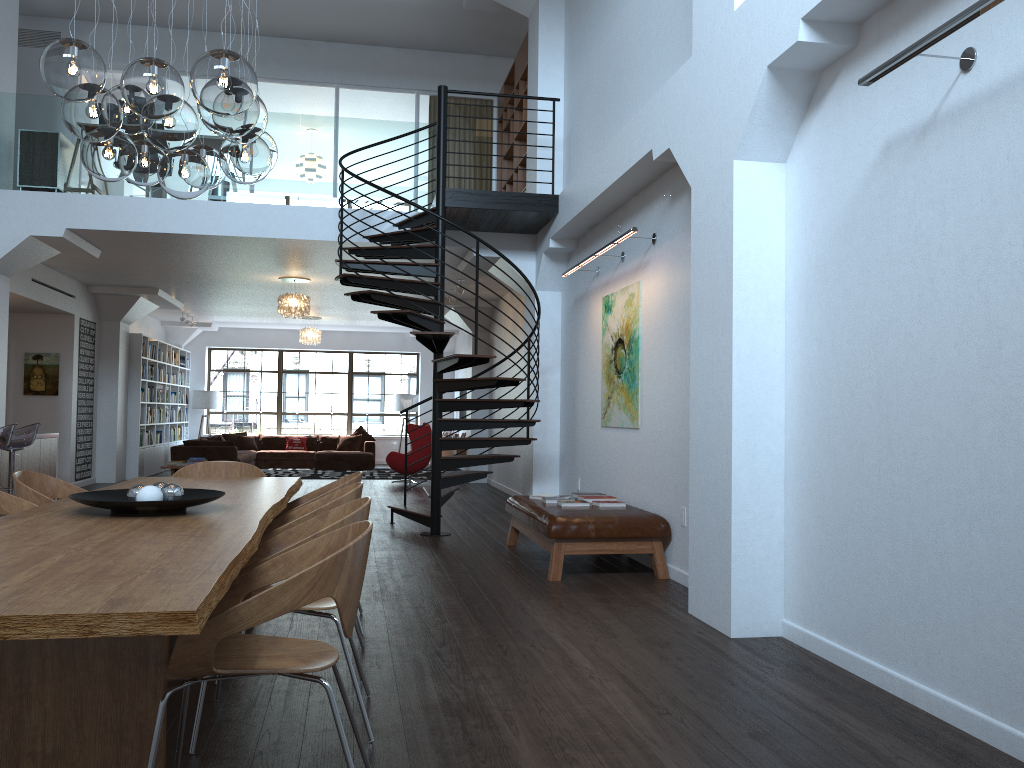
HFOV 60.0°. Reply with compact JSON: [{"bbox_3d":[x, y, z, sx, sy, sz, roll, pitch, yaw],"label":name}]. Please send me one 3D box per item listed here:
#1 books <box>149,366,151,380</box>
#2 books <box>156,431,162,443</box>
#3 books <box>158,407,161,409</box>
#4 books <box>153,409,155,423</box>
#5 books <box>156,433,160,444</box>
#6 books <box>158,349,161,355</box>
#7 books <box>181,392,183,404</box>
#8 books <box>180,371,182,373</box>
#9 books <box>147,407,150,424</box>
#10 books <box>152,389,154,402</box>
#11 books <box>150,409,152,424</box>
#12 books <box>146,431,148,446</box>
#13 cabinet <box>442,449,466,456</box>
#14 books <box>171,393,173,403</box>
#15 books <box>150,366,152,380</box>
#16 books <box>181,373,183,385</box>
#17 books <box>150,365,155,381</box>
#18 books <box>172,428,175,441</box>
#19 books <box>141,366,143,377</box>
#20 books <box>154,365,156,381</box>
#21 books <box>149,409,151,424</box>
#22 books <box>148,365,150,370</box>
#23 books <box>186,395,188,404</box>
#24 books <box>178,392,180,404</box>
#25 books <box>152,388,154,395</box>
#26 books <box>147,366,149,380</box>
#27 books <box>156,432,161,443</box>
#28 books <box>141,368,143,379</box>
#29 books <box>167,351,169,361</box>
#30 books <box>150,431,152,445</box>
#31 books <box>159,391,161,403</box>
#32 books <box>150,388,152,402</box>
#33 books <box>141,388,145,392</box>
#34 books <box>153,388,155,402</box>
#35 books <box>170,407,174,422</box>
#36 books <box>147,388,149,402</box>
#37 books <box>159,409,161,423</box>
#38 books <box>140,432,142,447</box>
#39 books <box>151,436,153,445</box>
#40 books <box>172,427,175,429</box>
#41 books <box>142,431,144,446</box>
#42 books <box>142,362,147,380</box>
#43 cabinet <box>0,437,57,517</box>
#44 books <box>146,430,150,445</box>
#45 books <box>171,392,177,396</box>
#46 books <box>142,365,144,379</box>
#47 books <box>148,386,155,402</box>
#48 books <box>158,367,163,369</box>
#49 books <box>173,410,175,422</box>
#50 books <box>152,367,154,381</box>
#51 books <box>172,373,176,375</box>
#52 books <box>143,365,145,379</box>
[{"bbox_3d":[-6.388,-0.184,15.443,0.171,0.246,0.039,1,-2,-10],"label":"books"},{"bbox_3d":[-6.602,0.987,16.536,0.140,0.231,0.042,1,-2,-10],"label":"books"},{"bbox_3d":[-6.552,0.571,16.303,0.176,0.290,0.036,1,-2,-11],"label":"books"},{"bbox_3d":[-6.454,0.572,15.774,0.183,0.253,0.034,1,-2,-10],"label":"books"},{"bbox_3d":[-6.557,1.000,16.313,0.139,0.191,0.036,1,-2,-10],"label":"books"},{"bbox_3d":[-6.522,-0.522,16.262,0.140,0.231,0.042,1,-2,-10],"label":"books"},{"bbox_3d":[-6.918,0.283,18.354,0.183,0.253,0.042,1,-2,-10],"label":"books"},{"bbox_3d":[-6.903,-0.115,18.315,0.176,0.290,0.036,1,-2,-11],"label":"books"},{"bbox_3d":[-6.394,0.542,15.401,0.176,0.290,0.053,1,-2,-10],"label":"books"},{"bbox_3d":[-6.414,0.202,15.620,0.174,0.239,0.045,1,-2,-10],"label":"books"},{"bbox_3d":[-6.428,0.568,15.607,0.183,0.253,0.034,1,-2,-10],"label":"books"},{"bbox_3d":[-6.389,0.936,15.331,0.183,0.253,0.042,1,-2,-10],"label":"books"},{"bbox_3d":[-1.148,1.304,17.775,0.459,0.350,4.501,1,-2,-10],"label":"cabinet"},{"bbox_3d":[-6.736,0.276,17.408,0.140,0.206,0.042,1,-2,-10],"label":"books"},{"bbox_3d":[-6.404,-0.186,15.515,0.183,0.253,0.042,1,-2,-10],"label":"books"},{"bbox_3d":[-6.888,-0.097,18.282,0.183,0.253,0.034,1,-2,-11],"label":"books"},{"bbox_3d":[-6.453,-0.194,15.737,0.198,0.284,0.049,1,-2,-10],"label":"books"},{"bbox_3d":[-6.788,1.010,17.606,0.183,0.253,0.034,1,-2,-11],"label":"books"},{"bbox_3d":[-6.259,-0.190,14.796,0.161,0.218,0.101,1,-2,-10],"label":"books"},{"bbox_3d":[-6.446,-0.195,15.791,0.176,0.291,0.053,1,-2,-10],"label":"books"},{"bbox_3d":[-6.411,0.569,15.526,0.171,0.246,0.057,1,-2,-10],"label":"books"},{"bbox_3d":[-6.379,-0.193,15.365,0.180,0.259,0.042,1,-2,-10],"label":"books"},{"bbox_3d":[-7.013,0.320,18.909,0.182,0.215,0.188,1,-2,-10],"label":"books"},{"bbox_3d":[-6.850,0.279,18.009,0.174,0.240,0.054,1,-2,-10],"label":"books"},{"bbox_3d":[-6.427,0.197,15.658,0.182,0.253,0.034,1,-2,-10],"label":"books"},{"bbox_3d":[-6.358,-0.193,15.281,0.183,0.253,0.042,1,-2,-10],"label":"books"},{"bbox_3d":[-6.564,0.996,16.373,0.146,0.202,0.027,1,-2,-10],"label":"books"},{"bbox_3d":[-6.260,-0.196,14.826,0.152,0.232,0.104,1,-2,-10],"label":"books"},{"bbox_3d":[-6.653,-0.510,16.956,0.160,0.251,0.031,1,-2,-10],"label":"books"},{"bbox_3d":[-6.427,0.945,15.567,0.183,0.253,0.042,1,-2,-10],"label":"books"},{"bbox_3d":[-6.530,0.239,16.251,0.161,0.207,0.135,1,-2,-11],"label":"books"},{"bbox_3d":[-6.397,0.193,15.521,0.182,0.253,0.034,1,-2,-10],"label":"books"},{"bbox_3d":[-6.298,0.188,15.009,0.140,0.231,0.042,1,-2,-10],"label":"books"},{"bbox_3d":[-6.423,0.198,15.693,0.182,0.253,0.034,1,-2,-10],"label":"books"},{"bbox_3d":[-6.768,0.609,17.486,0.176,0.293,0.125,1,-2,-10],"label":"books"},{"bbox_3d":[-6.354,0.191,15.276,0.174,0.239,0.045,1,-2,-10],"label":"books"},{"bbox_3d":[-6.537,0.589,16.269,0.183,0.253,0.034,1,-2,-11],"label":"books"},{"bbox_3d":[-6.280,0.927,14.788,0.174,0.240,0.054,1,-2,-10],"label":"books"},{"bbox_3d":[-6.444,0.957,15.655,0.174,0.236,0.142,1,-2,-11],"label":"books"},{"bbox_3d":[-6.803,0.992,17.640,0.176,0.290,0.036,1,-2,-11],"label":"books"},{"bbox_3d":[-6.324,0.927,14.978,0.180,0.251,0.048,1,-2,-10],"label":"books"},{"bbox_3d":[-6.287,-0.219,15.018,0.176,0.290,0.053,1,-2,-10],"label":"books"},{"bbox_3d":[-5.540,0.965,8.413,0.898,0.796,4.493,1,-2,-10],"label":"cabinet"},{"bbox_3d":[-6.417,0.939,15.481,0.180,0.259,0.042,1,-2,-10],"label":"books"},{"bbox_3d":[-6.800,0.276,17.772,0.140,0.231,0.042,1,-2,-10],"label":"books"},{"bbox_3d":[-6.264,-0.197,14.858,0.172,0.235,0.112,1,-2,-10],"label":"books"},{"bbox_3d":[-6.444,0.181,15.754,0.176,0.294,0.102,1,-2,-10],"label":"books"},{"bbox_3d":[-6.565,-0.175,16.449,0.176,0.290,0.053,1,-2,-10],"label":"books"},{"bbox_3d":[-6.779,0.636,17.573,0.174,0.242,0.105,1,-2,-10],"label":"books"},{"bbox_3d":[-6.415,-0.175,15.627,0.174,0.240,0.054,1,-2,-10],"label":"books"},{"bbox_3d":[-6.798,-0.104,17.731,0.140,0.231,0.042,1,-2,-10],"label":"books"},{"bbox_3d":[-6.282,-0.198,14.939,0.174,0.242,0.105,1,-2,-10],"label":"books"}]
